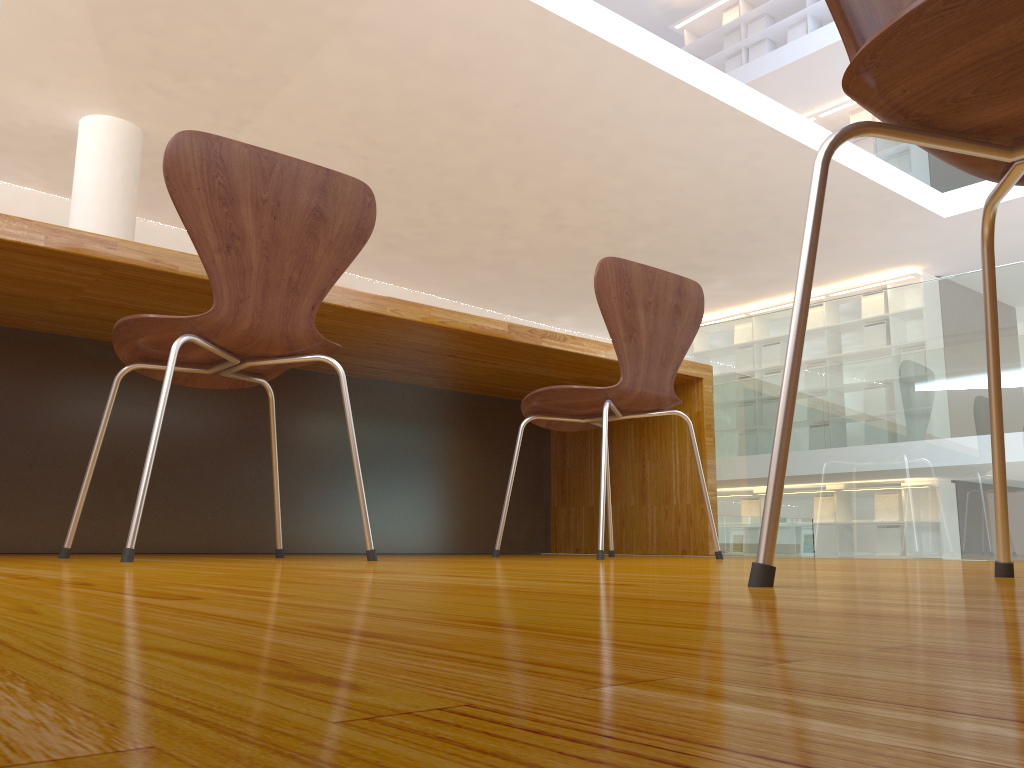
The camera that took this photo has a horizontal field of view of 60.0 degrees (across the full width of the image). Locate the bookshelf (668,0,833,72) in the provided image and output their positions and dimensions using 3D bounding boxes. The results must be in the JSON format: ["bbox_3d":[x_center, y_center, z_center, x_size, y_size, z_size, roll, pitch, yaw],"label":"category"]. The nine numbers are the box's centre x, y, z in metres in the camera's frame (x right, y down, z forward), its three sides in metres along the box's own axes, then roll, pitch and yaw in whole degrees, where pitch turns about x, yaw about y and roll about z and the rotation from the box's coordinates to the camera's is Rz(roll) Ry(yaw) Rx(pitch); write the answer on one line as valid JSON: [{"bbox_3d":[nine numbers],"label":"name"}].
[{"bbox_3d":[3.184,-4.018,10.496,0.498,1.836,2.984,9,-13,-39],"label":"bookshelf"}]

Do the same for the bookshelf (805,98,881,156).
[{"bbox_3d":[3.170,-2.036,10.132,0.498,1.836,2.984,9,-13,-39],"label":"bookshelf"}]

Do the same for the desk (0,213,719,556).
[{"bbox_3d":[-1.087,0.232,2.357,3.243,0.785,1.527,9,-13,-39],"label":"desk"}]

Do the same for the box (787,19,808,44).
[{"bbox_3d":[3.382,-4.054,10.371,0.274,0.296,0.245,9,-13,-39],"label":"box"}]

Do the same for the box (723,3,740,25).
[{"bbox_3d":[2.811,-4.580,11.170,0.274,0.296,0.245,9,-13,-39],"label":"box"}]

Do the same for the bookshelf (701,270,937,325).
[{"bbox_3d":[3.155,-0.023,9.764,0.498,1.836,2.984,9,-13,-39],"label":"bookshelf"}]

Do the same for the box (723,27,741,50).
[{"bbox_3d":[2.808,-4.257,11.111,0.274,0.296,0.245,9,-13,-39],"label":"box"}]

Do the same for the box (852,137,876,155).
[{"bbox_3d":[3.816,-2.489,9.538,0.274,0.296,0.245,9,-13,-39],"label":"box"}]

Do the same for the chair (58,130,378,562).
[{"bbox_3d":[-0.512,-0.031,1.609,0.428,0.693,0.381,9,-13,-39],"label":"chair"}]

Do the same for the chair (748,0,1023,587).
[{"bbox_3d":[0.449,-0.191,0.677,0.428,0.693,0.381,9,-13,-39],"label":"chair"}]

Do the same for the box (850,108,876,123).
[{"bbox_3d":[3.820,-2.812,9.596,0.274,0.296,0.245,9,-13,-39],"label":"box"}]

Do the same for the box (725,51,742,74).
[{"bbox_3d":[2.812,-3.935,11.044,0.274,0.296,0.245,9,-13,-39],"label":"box"}]

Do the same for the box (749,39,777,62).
[{"bbox_3d":[3.038,-3.982,10.778,0.274,0.296,0.245,9,-13,-39],"label":"box"}]

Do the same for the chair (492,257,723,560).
[{"bbox_3d":[0.234,0.087,2.220,0.428,0.693,0.381,9,-13,-39],"label":"chair"}]

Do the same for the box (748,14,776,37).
[{"bbox_3d":[3.040,-4.305,10.837,0.274,0.296,0.245,9,-13,-39],"label":"box"}]
